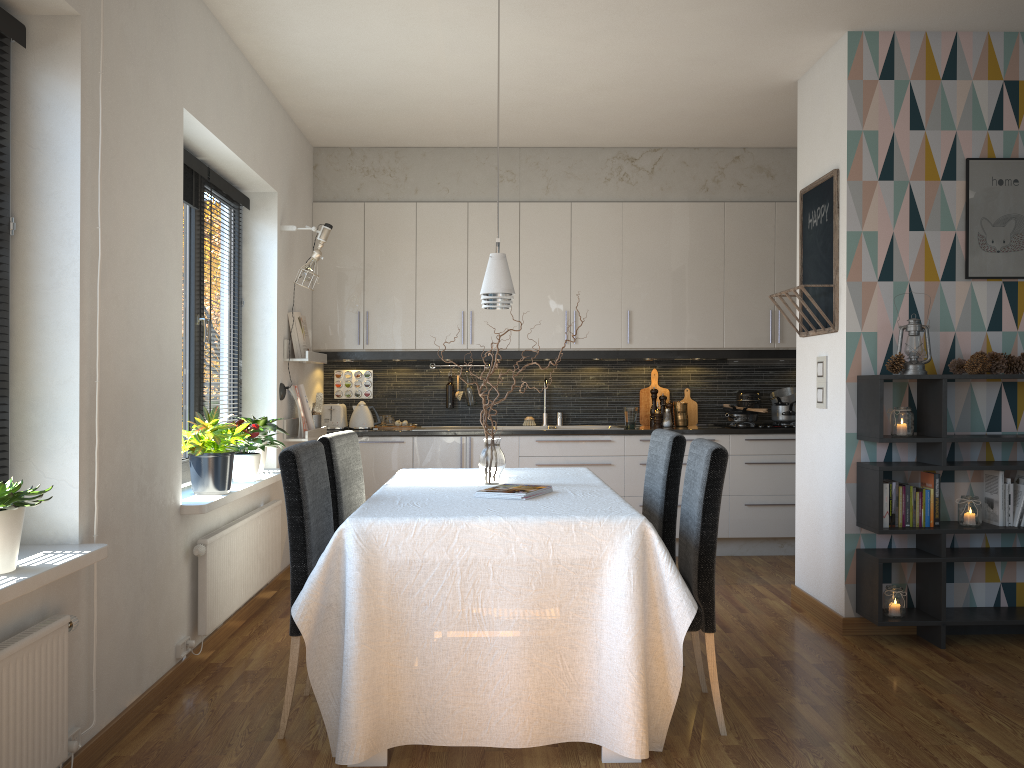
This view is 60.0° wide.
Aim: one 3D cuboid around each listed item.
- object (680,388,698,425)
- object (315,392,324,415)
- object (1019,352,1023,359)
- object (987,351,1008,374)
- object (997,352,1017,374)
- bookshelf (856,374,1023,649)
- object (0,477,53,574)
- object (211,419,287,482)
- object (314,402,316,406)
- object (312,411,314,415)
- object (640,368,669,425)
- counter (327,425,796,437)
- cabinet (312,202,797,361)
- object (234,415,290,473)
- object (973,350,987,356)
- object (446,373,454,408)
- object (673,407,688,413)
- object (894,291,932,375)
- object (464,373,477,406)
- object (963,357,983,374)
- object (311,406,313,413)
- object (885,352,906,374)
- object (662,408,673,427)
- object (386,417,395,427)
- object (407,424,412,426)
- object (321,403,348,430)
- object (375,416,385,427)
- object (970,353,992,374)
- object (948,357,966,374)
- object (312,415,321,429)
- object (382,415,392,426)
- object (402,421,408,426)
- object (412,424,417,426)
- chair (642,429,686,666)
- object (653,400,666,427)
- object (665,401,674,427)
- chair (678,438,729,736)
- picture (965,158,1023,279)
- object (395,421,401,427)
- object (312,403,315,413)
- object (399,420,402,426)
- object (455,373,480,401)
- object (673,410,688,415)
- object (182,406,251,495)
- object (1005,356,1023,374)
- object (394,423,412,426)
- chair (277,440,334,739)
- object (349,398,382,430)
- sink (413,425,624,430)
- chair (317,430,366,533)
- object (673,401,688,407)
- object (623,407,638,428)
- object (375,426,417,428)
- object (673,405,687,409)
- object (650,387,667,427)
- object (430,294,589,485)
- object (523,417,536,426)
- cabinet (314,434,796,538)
[{"bbox_3d":[1.289,0.260,6.509,0.146,0.273,0.043,0,1,-1],"label":"object"},{"bbox_3d":[-1.252,0.245,5.766,0.060,0.267,0.119,0,1,-10],"label":"object"},{"bbox_3d":[2.336,-0.024,4.002,0.092,0.100,0.083,0,0,24],"label":"object"},{"bbox_3d":[2.164,-0.024,3.975,0.108,0.108,0.094,0,0,-34],"label":"object"},{"bbox_3d":[2.256,-0.023,4.049,0.097,0.102,0.099,0,0,-31],"label":"object"},{"bbox_3d":[2.196,0.628,4.005,1.189,1.200,0.237,0,1,-1],"label":"bookshelf"},{"bbox_3d":[-1.328,0.373,2.264,0.283,0.237,0.267,0,0,-20],"label":"object"},{"bbox_3d":[-1.309,0.367,4.392,0.371,0.308,0.380,0,0,-27],"label":"object"},{"bbox_3d":[-1.304,0.273,5.772,0.008,0.193,0.098,0,0,21],"label":"object"},{"bbox_3d":[-1.290,0.292,5.708,0.007,0.159,0.089,-1,1,-41],"label":"object"},{"bbox_3d":[1.047,0.185,6.510,0.219,0.419,0.029,0,1,-1],"label":"object"},{"bbox_3d":[0.753,0.484,6.218,4.250,0.192,0.622,0,-1,-1],"label":"counter"},{"bbox_3d":[0.744,-0.626,6.281,4.235,1.070,0.458,0,1,-1],"label":"cabinet"},{"bbox_3d":[-1.372,0.368,4.789,0.354,0.316,0.292,0,0,-10],"label":"object"},{"bbox_3d":[2.139,-0.031,4.048,0.090,0.106,0.097,0,0,20],"label":"object"},{"bbox_3d":[-0.450,0.121,6.449,0.060,0.256,0.060,0,1,20],"label":"object"},{"bbox_3d":[1.195,0.273,6.289,0.100,0.036,0.100,0,-1,-8],"label":"object"},{"bbox_3d":[1.804,-0.166,3.979,0.154,0.383,0.163,0,1,15],"label":"object"},{"bbox_3d":[-0.299,0.115,6.437,0.093,0.242,0.074,-1,1,-28],"label":"object"},{"bbox_3d":[2.040,-0.011,3.924,0.082,0.085,0.082,0,0,13],"label":"object"},{"bbox_3d":[-1.310,0.283,5.771,0.007,0.166,0.065,0,1,21],"label":"object"},{"bbox_3d":[1.708,-0.028,3.948,0.086,0.101,0.078,0,0,13],"label":"object"},{"bbox_3d":[1.089,0.322,6.204,0.069,0.135,0.069,0,0,-26],"label":"object"},{"bbox_3d":[-0.861,0.338,6.306,0.065,0.064,0.065,0,0,-1],"label":"object"},{"bbox_3d":[-0.797,0.365,6.386,0.249,0.015,0.024,0,-1,43],"label":"object"},{"bbox_3d":[-1.233,0.295,6.146,0.175,0.192,0.253,0,0,-1],"label":"object"},{"bbox_3d":[-0.931,0.332,6.283,0.071,0.076,0.071,0,0,-9],"label":"object"},{"bbox_3d":[2.092,-0.018,3.979,0.110,0.101,0.114,0,0,-19],"label":"object"},{"bbox_3d":[2.015,-0.009,3.990,0.078,0.084,0.098,0,0,-1],"label":"object"},{"bbox_3d":[-1.283,0.319,5.740,0.103,0.124,0.103,0,0,-4],"label":"object"},{"bbox_3d":[-0.895,0.333,6.373,0.071,0.076,0.071,0,0,-1],"label":"object"},{"bbox_3d":[-0.758,0.350,6.295,0.043,0.043,0.044,0,0,-4],"label":"object"},{"bbox_3d":[-0.776,0.363,6.399,0.249,0.017,0.024,0,0,34],"label":"object"},{"bbox_3d":[0.460,0.737,3.875,0.544,0.960,0.461,0,0,-1],"label":"chair"},{"bbox_3d":[1.038,0.293,6.245,0.080,0.192,0.058,0,1,-17],"label":"object"},{"bbox_3d":[1.115,0.298,6.273,0.058,0.184,0.058,0,1,31],"label":"object"},{"bbox_3d":[0.475,0.727,3.171,0.544,0.960,0.461,0,0,4],"label":"chair"},{"bbox_3d":[2.279,-0.694,4.103,0.365,0.559,0.014,0,1,-1],"label":"picture"},{"bbox_3d":[-0.802,0.350,6.270,0.045,0.045,0.046,0,0,2],"label":"object"},{"bbox_3d":[-1.293,0.277,5.769,0.014,0.193,0.043,0,1,9],"label":"object"},{"bbox_3d":[-0.799,0.347,6.330,0.043,0.050,0.044,0,0,41],"label":"object"},{"bbox_3d":[-0.320,0.095,6.450,0.188,0.203,0.072,0,1,-14],"label":"object"},{"bbox_3d":[1.196,0.291,6.293,0.099,0.057,0.101,0,0,10],"label":"object"},{"bbox_3d":[-1.327,0.322,3.907,0.299,0.384,0.333,0,0,14],"label":"object"},{"bbox_3d":[2.255,-0.011,3.981,0.106,0.086,0.091,0,0,13],"label":"object"},{"bbox_3d":[-0.794,0.362,6.372,0.174,0.019,0.021,0,0,21],"label":"object"},{"bbox_3d":[-0.510,0.722,3.149,0.544,0.960,0.461,0,0,-1],"label":"chair"},{"bbox_3d":[-1.028,0.281,6.143,0.204,0.236,0.178,0,0,35],"label":"object"},{"bbox_3d":[0.042,0.463,6.182,1.421,0.168,0.475,0,-1,-1],"label":"sink"},{"bbox_3d":[-0.525,0.732,3.853,0.544,0.960,0.461,0,0,4],"label":"chair"},{"bbox_3d":[1.196,0.235,6.288,0.100,0.047,0.099,0,-1,-6],"label":"object"},{"bbox_3d":[0.816,0.315,6.096,0.102,0.146,0.102,0,0,-1],"label":"object"},{"bbox_3d":[-0.850,0.377,6.342,0.335,0.012,0.213,0,-1,0],"label":"object"},{"bbox_3d":[1.195,0.256,6.289,0.100,0.036,0.100,0,-1,27],"label":"object"},{"bbox_3d":[1.047,0.249,6.328,0.123,0.283,0.061,0,1,-1],"label":"object"},{"bbox_3d":[-0.039,0.059,3.621,0.615,0.785,0.403,0,0,-27],"label":"object"},{"bbox_3d":[0.129,0.350,6.435,0.097,0.065,0.100,0,0,-10],"label":"object"},{"bbox_3d":[0.762,0.770,5.935,4.223,0.690,0.040,0,1,-1],"label":"cabinet"}]
